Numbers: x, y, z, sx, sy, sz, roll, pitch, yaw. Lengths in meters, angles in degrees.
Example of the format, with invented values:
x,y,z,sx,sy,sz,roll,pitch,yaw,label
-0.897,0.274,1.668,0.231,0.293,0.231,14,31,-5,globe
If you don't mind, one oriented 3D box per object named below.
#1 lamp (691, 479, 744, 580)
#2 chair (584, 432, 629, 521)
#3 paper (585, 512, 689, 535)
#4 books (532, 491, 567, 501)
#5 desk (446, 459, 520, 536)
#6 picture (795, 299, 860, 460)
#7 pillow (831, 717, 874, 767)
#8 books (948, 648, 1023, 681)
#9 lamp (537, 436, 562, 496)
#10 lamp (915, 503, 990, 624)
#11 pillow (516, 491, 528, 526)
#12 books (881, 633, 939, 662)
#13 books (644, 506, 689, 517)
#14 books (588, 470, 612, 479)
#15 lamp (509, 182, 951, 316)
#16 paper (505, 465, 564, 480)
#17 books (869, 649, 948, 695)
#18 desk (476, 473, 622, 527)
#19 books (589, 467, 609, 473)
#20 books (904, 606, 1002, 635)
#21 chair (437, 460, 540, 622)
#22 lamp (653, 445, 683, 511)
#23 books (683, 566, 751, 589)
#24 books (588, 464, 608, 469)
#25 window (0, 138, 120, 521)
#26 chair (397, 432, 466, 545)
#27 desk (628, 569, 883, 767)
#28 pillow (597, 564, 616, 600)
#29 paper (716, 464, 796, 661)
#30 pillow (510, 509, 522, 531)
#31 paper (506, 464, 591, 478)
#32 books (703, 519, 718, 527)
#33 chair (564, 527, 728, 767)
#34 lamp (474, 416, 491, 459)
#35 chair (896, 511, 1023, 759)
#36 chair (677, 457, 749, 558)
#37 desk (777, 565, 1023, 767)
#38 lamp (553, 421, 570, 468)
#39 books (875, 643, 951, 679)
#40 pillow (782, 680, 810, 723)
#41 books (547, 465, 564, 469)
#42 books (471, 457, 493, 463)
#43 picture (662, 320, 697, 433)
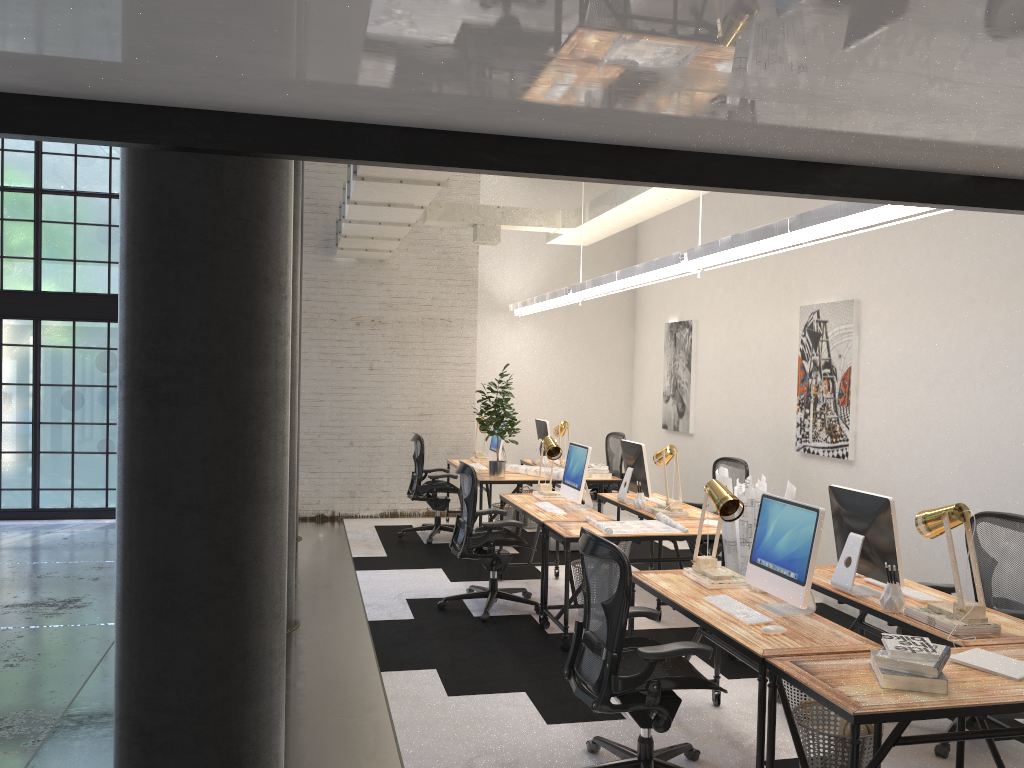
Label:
x,y,z,sx,sy,sz,roll,pitch,yaw,label
0.998,0.703,4.314,0.126,0.470,0.344,1,1,-13,lamp
0.950,1.072,9.754,0.792,1.086,0.770,1,1,-29,chair
0.822,0.928,5.904,0.626,0.061,0.567,1,1,-16,paper
0.310,0.904,7.187,0.225,0.038,0.308,1,1,-13,books
-0.330,1.224,9.370,0.529,0.725,1.400,1,1,-13,desk
2.433,-0.035,6.876,0.049,1.183,0.731,1,1,-13,picture
1.370,1.513,3.567,0.119,0.407,0.239,1,1,-12,pillow
1.724,0.997,3.157,0.205,0.019,0.243,1,1,-36,books
0.300,0.654,7.125,0.128,0.470,0.344,1,1,-13,lamp
1.852,0.730,3.745,0.128,0.470,0.344,1,1,-13,lamp
0.116,1.387,9.951,0.119,0.407,0.239,1,1,-12,pillow
1.352,0.895,3.019,0.153,0.030,0.185,2,1,15,books
1.133,0.931,6.507,0.225,0.038,0.308,1,1,-13,books
0.822,0.874,8.574,0.200,0.050,0.271,1,1,-16,books
0.924,-2.114,6.726,0.226,2.865,7.299,1,1,-13,lamp
0.131,0.839,8.623,0.083,0.082,1.133,0,1,-38,paper
1.338,0.973,3.008,0.200,0.050,0.271,2,1,14,books
0.308,1.249,8.518,1.401,0.725,0.529,1,1,-13,desk
0.842,0.827,8.592,0.193,0.044,0.257,1,1,4,books
1.831,0.981,3.696,0.225,0.038,0.308,1,1,-13,books
-0.147,1.106,6.556,0.792,1.086,0.770,1,1,-29,chair
1.154,0.680,6.555,0.128,0.470,0.344,1,1,-13,lamp
1.008,0.954,4.376,0.225,0.038,0.308,1,1,-13,books
0.828,0.795,8.589,0.153,0.030,0.185,1,1,-15,books
-5.215,-1.044,9.742,2.491,5.181,0.137,1,2,-13,window
-0.776,1.039,9.162,0.792,1.086,0.770,1,1,-29,chair
0.997,1.341,3.954,0.529,0.725,1.400,1,1,-13,desk
0.672,1.464,6.378,0.119,0.407,0.239,1,1,-12,pillow
1.474,1.097,5.467,0.412,1.198,0.440,0,2,-35,paper
0.043,1.397,8.983,0.119,0.407,0.239,1,1,-12,pillow
0.294,0.843,8.660,1.134,0.082,0.083,2,1,42,paper
1.426,0.956,6.040,0.243,0.019,0.205,2,1,24,books
0.552,1.156,3.746,0.792,1.086,0.770,1,1,-29,chair
-0.330,0.586,9.730,0.126,0.470,0.344,1,1,-13,lamp
2.277,1.189,4.338,0.792,1.086,0.770,1,1,-29,chair
1.579,1.139,7.148,0.792,1.086,0.770,1,1,-29,chair
1.824,1.358,4.139,0.529,0.725,1.400,1,1,-13,desk
0.525,0.613,9.161,0.126,0.470,0.344,1,1,-13,lamp
1.365,0.927,3.014,0.193,0.044,0.257,2,1,34,books
1.443,1.504,4.535,0.119,0.407,0.239,1,1,-12,pillow
0.503,0.864,9.113,0.225,0.038,0.308,1,1,-13,books
-0.320,0.837,9.792,0.225,0.038,0.308,1,1,-13,books
1.803,-0.082,9.587,0.049,1.183,0.731,1,1,-13,picture
